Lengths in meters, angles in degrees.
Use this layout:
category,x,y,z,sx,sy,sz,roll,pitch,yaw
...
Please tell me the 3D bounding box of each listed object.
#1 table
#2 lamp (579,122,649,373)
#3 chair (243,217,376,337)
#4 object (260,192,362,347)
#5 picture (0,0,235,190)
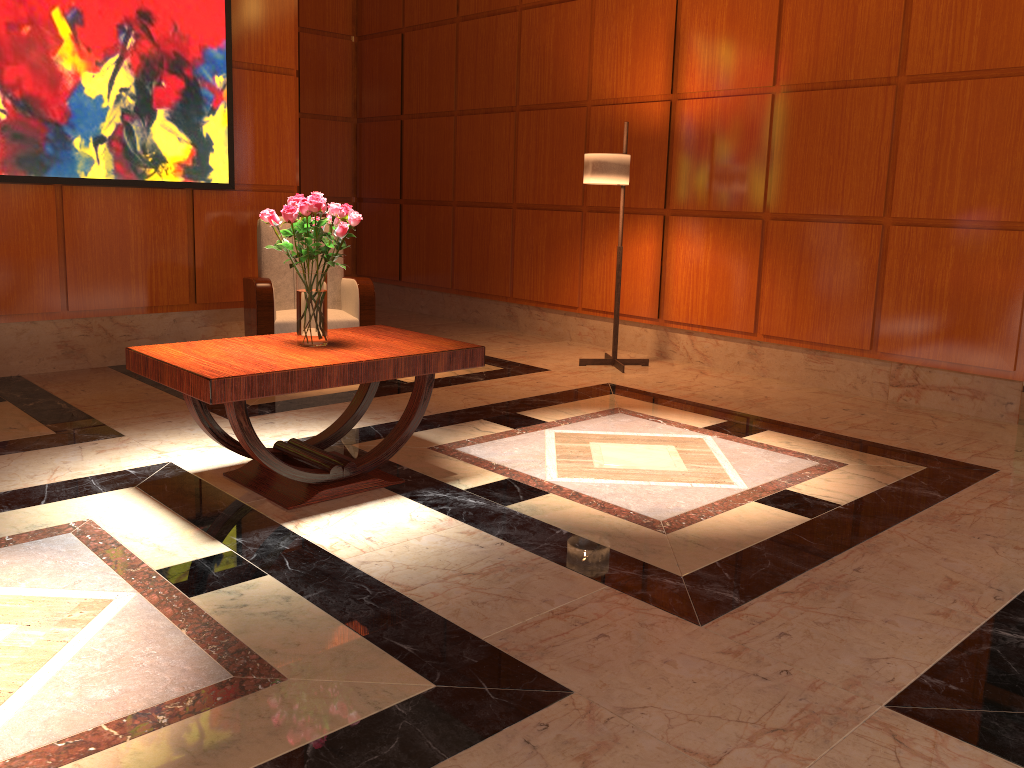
category,x,y,z,sx,sy,sz,roll,pitch,yaw
table,-0.787,0.116,3.502,1.171,0.530,0.728,-9,15,-43
lamp,0.688,-0.924,5.983,0.361,1.650,0.528,9,12,36
chair,-1.318,-0.586,5.716,0.738,0.954,0.632,-3,11,-24
object,-0.779,-0.445,3.439,0.350,0.592,0.329,-3,11,-23
picture,-2.569,-2.034,5.117,2.002,1.725,0.057,-8,14,-43
